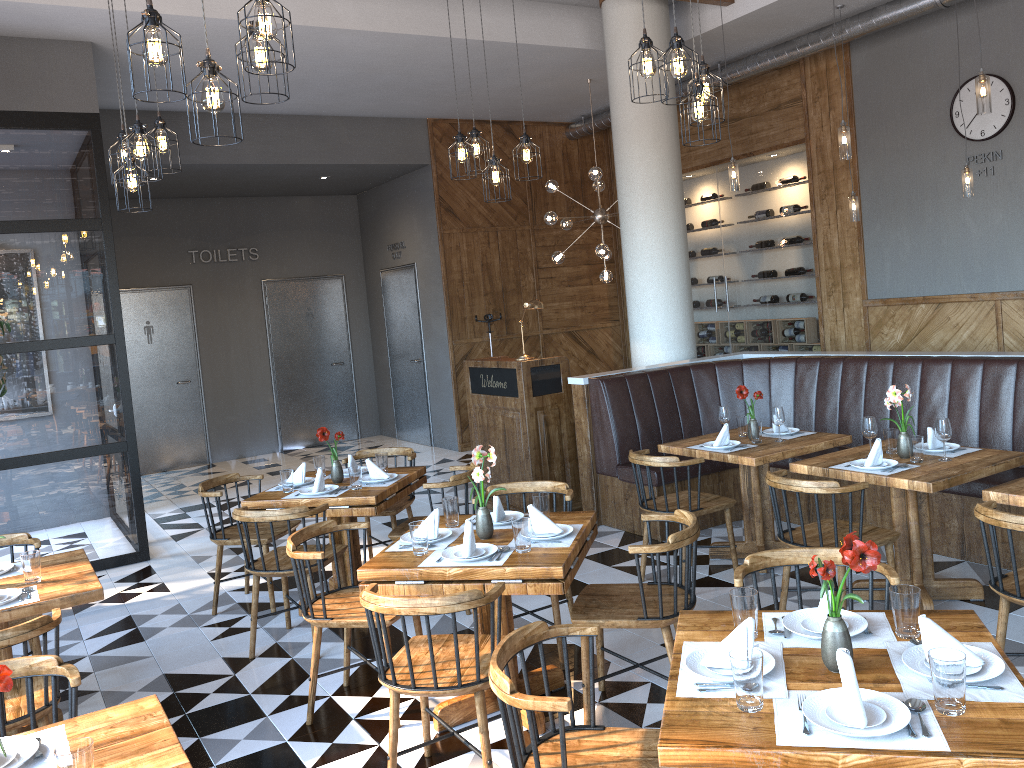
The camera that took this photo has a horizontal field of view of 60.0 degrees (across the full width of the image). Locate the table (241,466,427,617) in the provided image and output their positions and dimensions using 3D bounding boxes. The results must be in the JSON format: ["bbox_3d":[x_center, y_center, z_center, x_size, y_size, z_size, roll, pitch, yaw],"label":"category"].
[{"bbox_3d":[-1.042,0.990,5.516,0.863,0.762,0.867,-4,4,14],"label":"table"}]

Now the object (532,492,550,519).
[{"bbox_3d":[0.136,0.569,4.041,0.080,0.132,0.080,-6,4,-16],"label":"object"}]

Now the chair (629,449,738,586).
[{"bbox_3d":[1.021,0.789,5.349,0.551,0.815,0.519,-7,4,-30],"label":"chair"}]

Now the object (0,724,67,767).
[{"bbox_3d":[-1.289,0.872,2.170,0.353,0.137,0.272,-8,6,-30],"label":"object"}]

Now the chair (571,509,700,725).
[{"bbox_3d":[0.541,0.984,3.731,0.549,0.815,0.521,-4,4,14],"label":"chair"}]

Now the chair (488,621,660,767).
[{"bbox_3d":[0.248,1.130,2.453,0.549,0.815,0.521,-4,4,14],"label":"chair"}]

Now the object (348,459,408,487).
[{"bbox_3d":[-0.827,0.525,5.433,0.272,0.137,0.353,-4,5,15],"label":"object"}]

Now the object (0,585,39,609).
[{"bbox_3d":[-2.118,0.817,3.572,0.353,0.137,0.272,-8,6,-30],"label":"object"}]

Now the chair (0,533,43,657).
[{"bbox_3d":[-2.572,1.211,4.373,0.520,0.815,0.550,-7,4,-30],"label":"chair"}]

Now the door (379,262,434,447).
[{"bbox_3d":[-1.446,-0.391,11.945,0.114,2.388,1.207,-7,4,-30],"label":"door"}]

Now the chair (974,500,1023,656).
[{"bbox_3d":[2.150,0.862,3.456,0.551,0.815,0.519,-7,4,-30],"label":"chair"}]

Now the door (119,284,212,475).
[{"bbox_3d":[-4.617,-0.052,11.432,1.209,2.389,0.114,-7,4,-31],"label":"door"}]

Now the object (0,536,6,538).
[{"bbox_3d":[-2.265,0.677,3.805,0.147,0.399,0.206,-8,4,-38],"label":"object"}]

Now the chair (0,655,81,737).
[{"bbox_3d":[-1.468,1.282,2.521,0.520,0.815,0.550,-7,4,-30],"label":"chair"}]

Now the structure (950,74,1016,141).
[{"bbox_3d":[4.047,-2.378,7.633,0.046,0.559,0.561,-7,4,-30],"label":"structure"}]

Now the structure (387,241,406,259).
[{"bbox_3d":[-1.538,-1.786,11.845,0.025,0.196,0.565,-7,5,-30],"label":"structure"}]

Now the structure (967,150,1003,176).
[{"bbox_3d":[4.097,-1.896,7.673,0.021,0.196,0.306,-7,5,-30],"label":"structure"}]

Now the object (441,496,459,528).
[{"bbox_3d":[-0.284,0.599,4.135,0.080,0.132,0.080,-6,4,-16],"label":"object"}]

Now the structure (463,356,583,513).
[{"bbox_3d":[0.132,0.413,7.658,0.647,1.297,1.046,-7,4,-30],"label":"structure"}]

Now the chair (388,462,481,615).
[{"bbox_3d":[-0.427,0.922,5.356,0.549,0.815,0.521,-4,4,14],"label":"chair"}]

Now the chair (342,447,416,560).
[{"bbox_3d":[-0.912,0.892,6.153,0.519,0.815,0.551,-4,4,14],"label":"chair"}]

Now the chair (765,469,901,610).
[{"bbox_3d":[1.585,0.825,4.403,0.551,0.815,0.519,-7,4,-30],"label":"chair"}]

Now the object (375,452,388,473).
[{"bbox_3d":[-0.828,0.507,5.659,0.080,0.132,0.080,-6,4,-6],"label":"object"}]

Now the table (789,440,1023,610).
[{"bbox_3d":[2.131,0.772,4.721,0.852,0.762,0.850,-8,5,-30],"label":"table"}]

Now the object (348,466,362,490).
[{"bbox_3d":[-0.923,0.556,5.229,0.080,0.132,0.080,-6,4,-16],"label":"object"}]

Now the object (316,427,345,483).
[{"bbox_3d":[-1.129,0.437,5.506,0.171,0.354,0.156,-4,3,16],"label":"object"}]

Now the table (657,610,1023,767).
[{"bbox_3d":[0.872,1.113,2.303,0.863,0.762,0.867,-4,4,14],"label":"table"}]

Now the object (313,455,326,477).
[{"bbox_3d":[-1.248,0.537,5.753,0.080,0.132,0.080,-6,4,-6],"label":"object"}]

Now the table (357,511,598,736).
[{"bbox_3d":[-0.080,1.052,3.901,0.863,0.762,0.867,-4,4,14],"label":"table"}]

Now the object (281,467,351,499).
[{"bbox_3d":[-1.149,0.573,5.237,0.351,0.137,0.273,-4,5,14],"label":"object"}]

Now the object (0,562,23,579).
[{"bbox_3d":[-2.396,0.801,4.027,0.353,0.137,0.272,-8,6,-30],"label":"object"}]

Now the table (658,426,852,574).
[{"bbox_3d":[1.567,0.736,5.669,0.852,0.762,0.850,-8,5,-30],"label":"table"}]

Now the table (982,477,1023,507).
[{"bbox_3d":[2.689,0.808,3.784,0.852,0.762,0.850,-8,5,-30],"label":"table"}]

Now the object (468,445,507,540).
[{"bbox_3d":[-0.110,0.472,3.874,0.146,0.399,0.207,-6,4,-19],"label":"object"}]

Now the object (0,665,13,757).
[{"bbox_3d":[-1.138,0.774,1.888,0.171,0.354,0.156,-3,4,38],"label":"object"}]

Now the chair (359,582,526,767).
[{"bbox_3d":[-0.237,1.099,3.267,0.519,0.815,0.551,-4,4,14],"label":"chair"}]

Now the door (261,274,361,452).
[{"bbox_3d":[-2.811,-0.318,12.509,1.209,2.389,0.114,-7,4,-31],"label":"door"}]

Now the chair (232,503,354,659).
[{"bbox_3d":[-1.205,1.037,4.892,0.519,0.815,0.551,-4,4,14],"label":"chair"}]

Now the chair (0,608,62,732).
[{"bbox_3d":[-1.904,1.254,3.251,0.520,0.815,0.550,-7,4,-30],"label":"chair"}]

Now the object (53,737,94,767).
[{"bbox_3d":[-0.961,0.864,1.958,0.080,0.132,0.080,-2,5,44],"label":"object"}]

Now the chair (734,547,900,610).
[{"bbox_3d":[1.027,1.015,2.917,0.519,0.815,0.551,-4,4,14],"label":"chair"}]

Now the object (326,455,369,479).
[{"bbox_3d":[-1.026,0.514,5.754,0.351,0.137,0.273,-4,5,14],"label":"object"}]

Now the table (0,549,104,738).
[{"bbox_3d":[-2.228,1.258,3.815,0.852,0.762,0.850,-8,5,-30],"label":"table"}]

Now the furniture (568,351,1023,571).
[{"bbox_3d":[2.993,0.508,4.621,1.922,1.147,6.590,-8,6,-30],"label":"furniture"}]

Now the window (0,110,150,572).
[{"bbox_3d":[-4.719,-0.211,7.229,2.734,3.541,2.186,-7,4,-31],"label":"window"}]

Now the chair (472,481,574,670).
[{"bbox_3d":[0.075,0.954,4.515,0.519,0.815,0.551,-4,4,14],"label":"chair"}]

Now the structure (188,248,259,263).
[{"bbox_3d":[-3.867,-1.726,11.898,0.918,0.165,0.035,-8,4,-31],"label":"structure"}]

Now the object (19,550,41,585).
[{"bbox_3d":[-2.072,0.792,3.822,0.080,0.132,0.080,-2,5,44],"label":"object"}]

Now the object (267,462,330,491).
[{"bbox_3d":[-1.348,0.562,5.559,0.272,0.137,0.353,-4,5,15],"label":"object"}]

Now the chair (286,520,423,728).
[{"bbox_3d":[-0.704,1.069,4.050,0.549,0.815,0.521,-4,4,14],"label":"chair"}]

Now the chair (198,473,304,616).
[{"bbox_3d":[-1.672,1.007,5.675,0.549,0.815,0.521,-4,4,14],"label":"chair"}]

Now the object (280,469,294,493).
[{"bbox_3d":[-1.351,0.586,5.332,0.080,0.132,0.080,-3,4,34],"label":"object"}]

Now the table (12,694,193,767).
[{"bbox_3d":[-1.124,1.329,1.963,0.852,0.762,0.850,-8,5,-30],"label":"table"}]

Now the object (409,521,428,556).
[{"bbox_3d":[-0.387,0.647,3.714,0.080,0.132,0.080,-6,4,-16],"label":"object"}]
